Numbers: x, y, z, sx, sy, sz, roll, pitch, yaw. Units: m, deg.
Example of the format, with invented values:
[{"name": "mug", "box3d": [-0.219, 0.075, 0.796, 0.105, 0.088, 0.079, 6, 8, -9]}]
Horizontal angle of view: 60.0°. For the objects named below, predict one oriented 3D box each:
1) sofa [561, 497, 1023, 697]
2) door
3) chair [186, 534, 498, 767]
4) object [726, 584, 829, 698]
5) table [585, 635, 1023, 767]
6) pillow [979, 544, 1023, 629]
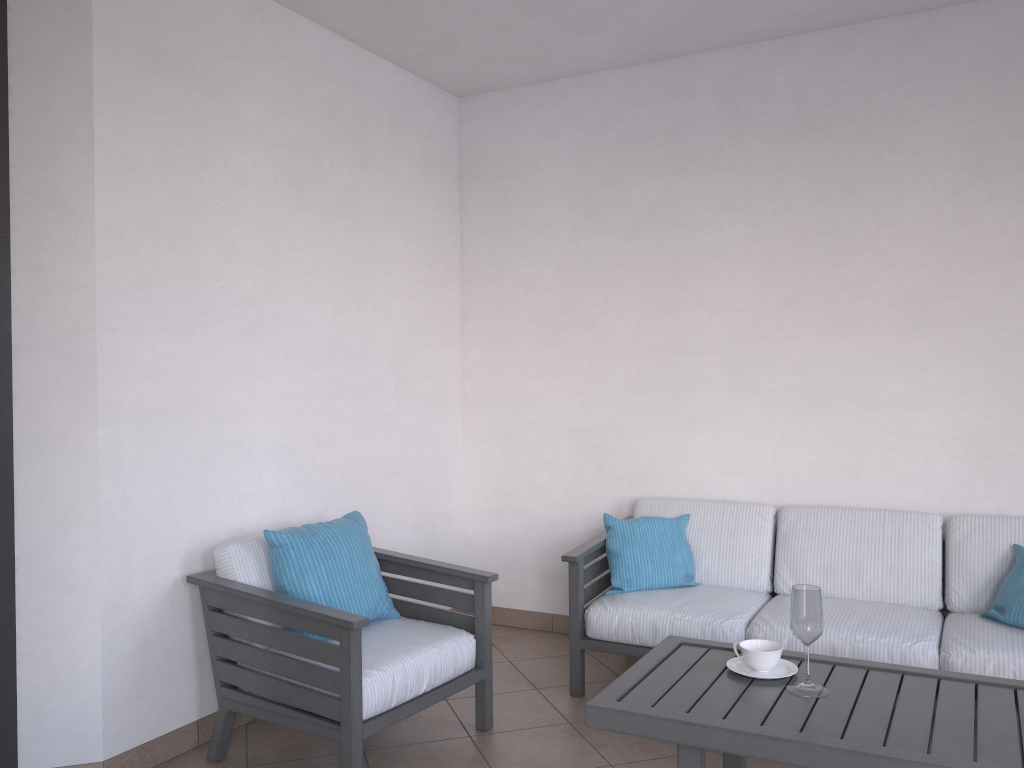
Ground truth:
[{"name": "sofa", "box3d": [1.352, 0.918, 3.566, 2.161, 0.765, 0.807, -1, 0, 28]}, {"name": "door", "box3d": [-1.939, -0.005, 2.415, 0.905, 2.500, 0.924, -1, 0, -17]}, {"name": "chair", "box3d": [-0.602, 0.943, 3.273, 0.807, 0.765, 0.797, -1, 0, 33]}, {"name": "object", "box3d": [0.746, 0.702, 2.542, 0.203, 0.284, 0.337, -1, 0, -11]}, {"name": "table", "box3d": [0.918, 1.074, 2.362, 1.260, 0.473, 0.710, -1, 0, 28]}, {"name": "pillow", "box3d": [2.004, 0.743, 3.179, 0.377, 0.370, 0.543, -1, 0, -22]}]
